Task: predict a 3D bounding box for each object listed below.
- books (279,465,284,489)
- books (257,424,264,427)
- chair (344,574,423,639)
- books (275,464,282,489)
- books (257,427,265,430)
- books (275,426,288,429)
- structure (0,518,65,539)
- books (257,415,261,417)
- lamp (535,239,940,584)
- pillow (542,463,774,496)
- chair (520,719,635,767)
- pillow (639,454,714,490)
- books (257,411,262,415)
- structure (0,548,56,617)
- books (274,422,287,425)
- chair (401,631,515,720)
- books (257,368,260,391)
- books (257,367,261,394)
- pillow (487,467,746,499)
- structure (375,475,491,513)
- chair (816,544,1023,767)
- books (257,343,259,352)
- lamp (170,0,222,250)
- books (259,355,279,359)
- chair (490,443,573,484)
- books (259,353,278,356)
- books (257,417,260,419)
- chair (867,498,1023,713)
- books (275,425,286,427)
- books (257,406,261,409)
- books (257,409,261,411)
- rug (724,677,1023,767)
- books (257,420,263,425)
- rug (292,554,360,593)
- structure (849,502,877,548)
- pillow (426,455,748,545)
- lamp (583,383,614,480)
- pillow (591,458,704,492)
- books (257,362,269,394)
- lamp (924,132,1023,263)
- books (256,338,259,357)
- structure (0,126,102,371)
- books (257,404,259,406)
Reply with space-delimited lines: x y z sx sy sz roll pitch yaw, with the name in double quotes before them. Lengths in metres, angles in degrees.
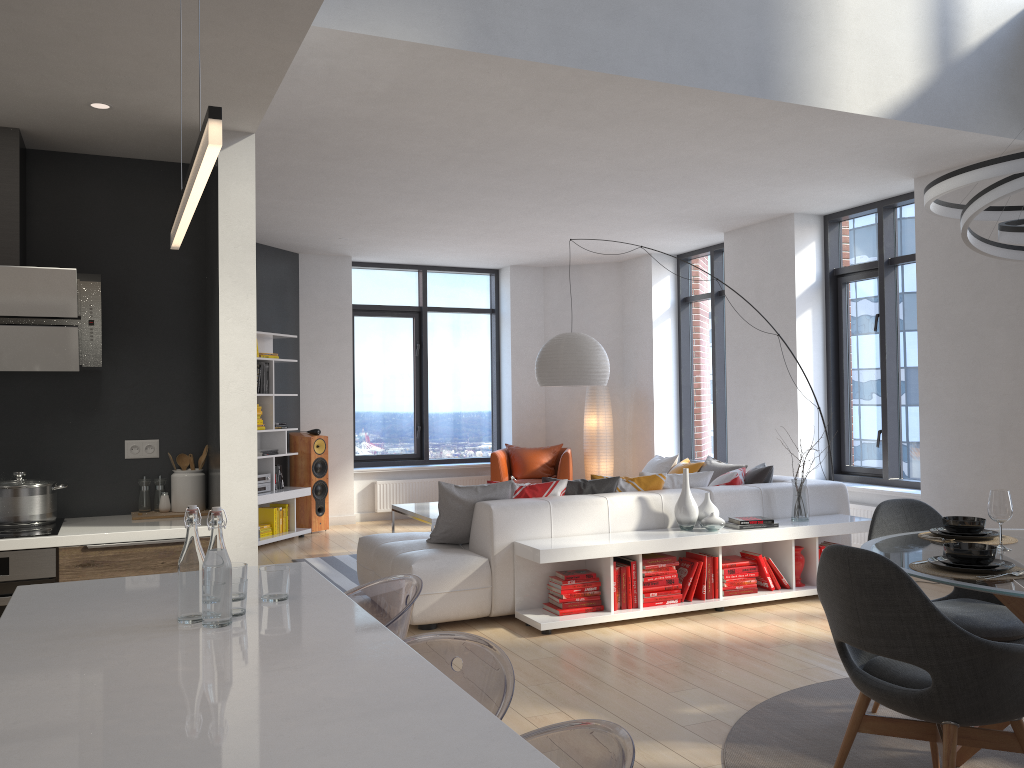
"books" -2.386 0.934 8.918 0.177 0.242 0.066 -1 -1 20
"books" -2.563 0.407 8.591 0.203 0.024 0.257 -1 -1 24
"chair" -0.468 0.983 2.507 0.434 0.838 0.475 0 -1 -26
"books" -2.404 0.928 8.893 0.193 0.255 0.066 -1 -1 20
"books" -2.554 0.433 8.591 0.194 0.028 0.257 -1 -1 26
"books" -2.385 0.439 8.918 0.161 0.023 0.213 -1 -1 24
"structure" -2.154 0.594 3.580 0.600 0.006 0.550 0 -1 -24
"books" -2.579 0.308 8.600 0.171 0.019 0.239 -1 -1 21
"lamp" 1.769 0.137 6.884 3.199 2.647 0.710 -1 -1 12
"pillow" 1.138 0.825 6.438 2.120 0.436 0.608 0 -1 -28
"chair" -0.012 0.982 1.451 0.434 0.787 0.475 -1 -1 -6
"pillow" 1.179 0.839 7.318 0.580 0.456 2.156 -1 -1 2
"books" -2.574 0.283 8.610 0.176 0.033 0.239 -1 -1 24
"structure" -2.131 0.935 3.531 0.587 0.588 0.584 0 -1 -24
"books" -2.401 0.402 8.926 0.161 0.023 0.213 -1 -1 24
"chair" -0.222 0.994 1.961 0.475 0.787 0.434 -1 -1 29
"books" -2.547 -0.027 8.590 0.191 0.249 0.084 -1 -1 21
"books" -2.536 -0.031 8.622 0.197 0.260 0.066 -1 -1 21
"pillow" 0.843 0.852 6.296 2.250 0.449 0.575 0 -1 -27
"structure" -0.889 1.334 10.423 1.474 0.460 0.110 0 -1 -24
"chair" 1.308 0.939 2.804 0.619 0.891 0.655 0 -1 -23
"books" -2.519 -0.345 8.588 0.142 0.184 0.044 -1 -1 22
"lamp" -0.667 -0.735 1.830 0.020 0.756 0.998 0 -1 -24
"books" -2.474 -0.263 8.794 0.194 0.028 0.257 -1 -1 26
"chair" 0.253 1.110 10.031 0.896 0.858 0.843 -1 -1 8
"books" -2.483 -0.289 8.794 0.203 0.024 0.257 -1 -1 24
"books" -2.567 0.328 8.582 0.145 0.023 0.217 -1 -1 25
"chair" 1.818 0.949 3.654 0.655 0.891 0.619 0 -1 -18
"books" -2.388 0.421 8.918 0.142 0.015 0.198 -1 -1 19
"books" -2.573 0.232 8.612 0.163 0.023 0.223 -1 -1 25
"books" -2.578 0.255 8.605 0.160 0.022 0.227 -2 -1 36
"rug" 2.013 1.378 3.055 2.499 0.010 2.499 -2 -1 39
"books" -2.568 0.374 8.595 0.189 0.042 0.243 -1 -1 21
"rug" -0.506 1.493 7.384 2.326 0.016 1.662 0 -1 -24
"structure" 2.923 1.224 7.282 0.110 0.460 1.015 0 -1 -24
"pillow" 0.619 0.830 6.559 2.953 0.453 0.647 0 -1 -37
"lamp" 1.177 0.757 10.149 0.804 1.550 0.502 -1 -1 26
"pillow" 1.101 0.852 7.008 0.630 0.440 2.095 -1 -1 23
"books" -2.528 -0.054 8.723 0.259 0.321 0.128 -1 -1 21
"lamp" 1.962 -2.709 3.131 1.000 4.513 1.000 0 -1 -22
"books" -2.520 -0.345 8.563 0.141 0.184 0.064 -1 -1 22
"structure" -2.200 -0.557 3.683 0.898 0.998 0.407 0 -1 -24
"books" -2.597 0.208 8.611 0.163 0.023 0.223 -1 -1 25
